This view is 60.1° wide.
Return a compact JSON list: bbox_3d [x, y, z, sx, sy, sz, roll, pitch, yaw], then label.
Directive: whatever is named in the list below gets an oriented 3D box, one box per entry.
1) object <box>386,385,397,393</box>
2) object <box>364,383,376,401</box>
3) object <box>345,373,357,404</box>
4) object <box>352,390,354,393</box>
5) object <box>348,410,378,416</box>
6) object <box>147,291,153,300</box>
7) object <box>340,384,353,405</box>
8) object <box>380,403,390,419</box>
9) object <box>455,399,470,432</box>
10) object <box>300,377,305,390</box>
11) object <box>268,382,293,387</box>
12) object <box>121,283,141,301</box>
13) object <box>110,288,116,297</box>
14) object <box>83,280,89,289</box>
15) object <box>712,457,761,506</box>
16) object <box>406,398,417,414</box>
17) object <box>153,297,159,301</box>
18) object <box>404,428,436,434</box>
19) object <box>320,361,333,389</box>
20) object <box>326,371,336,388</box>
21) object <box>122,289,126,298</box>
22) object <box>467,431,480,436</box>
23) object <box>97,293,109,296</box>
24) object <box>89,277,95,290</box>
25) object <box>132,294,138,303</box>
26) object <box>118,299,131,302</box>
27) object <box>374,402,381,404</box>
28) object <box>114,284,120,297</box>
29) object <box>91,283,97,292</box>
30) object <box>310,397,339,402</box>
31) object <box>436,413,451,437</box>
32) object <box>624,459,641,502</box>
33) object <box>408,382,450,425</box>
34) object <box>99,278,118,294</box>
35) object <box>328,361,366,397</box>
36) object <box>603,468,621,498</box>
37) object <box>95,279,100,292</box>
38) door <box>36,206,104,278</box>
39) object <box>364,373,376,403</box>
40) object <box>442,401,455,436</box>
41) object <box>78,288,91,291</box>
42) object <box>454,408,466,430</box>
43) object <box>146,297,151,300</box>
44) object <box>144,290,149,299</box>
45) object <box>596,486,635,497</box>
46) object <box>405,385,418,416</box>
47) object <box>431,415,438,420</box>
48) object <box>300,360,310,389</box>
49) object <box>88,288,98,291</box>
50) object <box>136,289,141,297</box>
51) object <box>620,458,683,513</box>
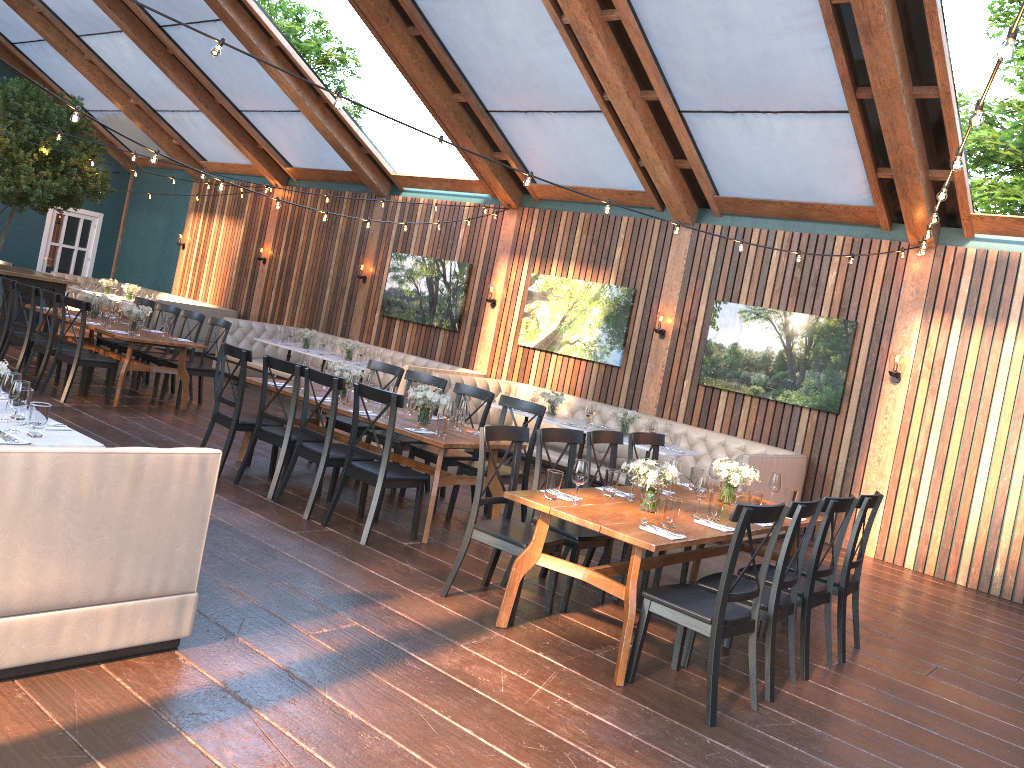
[{"bbox_3d":[-0.944,0.136,6.841,0.092,0.244,0.092,11,1,-9],"label":"object"},{"bbox_3d":[-1.239,0.063,7.673,0.091,0.158,0.092,11,1,-25],"label":"object"},{"bbox_3d":[-1.321,0.038,7.200,0.092,0.244,0.092,11,1,-9],"label":"object"},{"bbox_3d":[-1.530,0.052,8.009,0.158,0.019,0.254,14,5,39],"label":"object"},{"bbox_3d":[-1.122,0.219,6.794,0.158,0.019,0.254,14,5,39],"label":"object"},{"bbox_3d":[-6.473,-1.532,15.812,0.092,0.244,0.092,11,1,-3],"label":"object"},{"bbox_3d":[-1.333,0.087,7.091,0.091,0.158,0.092,11,1,-25],"label":"object"},{"bbox_3d":[-0.957,0.185,6.731,0.091,0.158,0.092,11,1,-25],"label":"object"},{"bbox_3d":[-0.381,0.247,6.847,0.092,0.244,0.092,11,1,-9],"label":"object"},{"bbox_3d":[-1.789,-0.030,7.451,0.091,0.158,0.092,11,1,-5],"label":"object"},{"bbox_3d":[-1.961,0.002,7.520,0.158,0.019,0.254,14,5,39],"label":"object"},{"bbox_3d":[-6.967,-1.686,16.142,0.335,0.309,0.330,11,2,-9],"label":"object"},{"bbox_3d":[-7.261,-1.664,16.095,0.092,0.158,0.091,12,1,25],"label":"object"},{"bbox_3d":[-8.124,-1.889,16.864,0.092,0.158,0.091,12,1,25],"label":"object"},{"bbox_3d":[1.465,0.645,5.889,0.329,0.309,0.336,11,2,4],"label":"object"},{"bbox_3d":[-0.835,0.164,7.360,0.091,0.158,0.092,11,1,-25],"label":"object"},{"bbox_3d":[-6.374,-1.469,15.808,0.092,0.158,0.091,12,1,25],"label":"object"},{"bbox_3d":[-0.655,0.336,6.447,0.158,0.019,0.254,14,5,39],"label":"object"},{"bbox_3d":[-1.658,-0.083,7.939,0.092,0.244,0.092,11,1,-3],"label":"object"},{"bbox_3d":[-1.668,-0.050,8.070,0.091,0.158,0.092,11,1,-15],"label":"object"},{"bbox_3d":[-7.189,-1.720,16.468,0.092,0.244,0.092,11,1,-3],"label":"object"},{"bbox_3d":[-0.247,0.384,6.899,0.158,0.019,0.254,14,5,39],"label":"object"},{"bbox_3d":[-7.426,-1.630,16.157,0.158,0.019,0.254,14,5,39],"label":"object"},{"bbox_3d":[-8.009,-1.910,16.859,0.092,0.244,0.092,11,1,-9],"label":"object"},{"bbox_3d":[-6.652,-1.509,15.596,0.092,0.158,0.091,12,1,25],"label":"object"},{"bbox_3d":[-6.817,-1.475,15.659,0.158,0.019,0.254,14,5,39],"label":"object"},{"bbox_3d":[-1.088,0.167,7.619,0.158,0.019,0.254,14,5,39],"label":"object"},{"bbox_3d":[-7.248,-1.713,16.204,0.092,0.244,0.092,11,1,-3],"label":"object"},{"bbox_3d":[-7.845,-1.814,16.588,0.092,0.158,0.091,12,1,25],"label":"object"},{"bbox_3d":[-1.498,0.121,7.153,0.158,0.019,0.254,14,5,39],"label":"object"},{"bbox_3d":[-0.503,0.299,6.382,0.091,0.158,0.092,11,1,-25],"label":"object"},{"bbox_3d":[0.727,0.576,5.282,0.092,0.244,0.092,11,1,-9],"label":"object"},{"bbox_3d":[-0.655,0.159,6.848,0.336,0.309,0.329,11,2,6],"label":"object"},{"bbox_3d":[-7.611,-1.850,16.654,0.329,0.309,0.336,11,2,4],"label":"object"},{"bbox_3d":[-1.426,-0.042,7.549,0.328,0.309,0.338,10,2,-17],"label":"object"},{"bbox_3d":[0.592,0.593,5.282,0.091,0.158,0.092,11,1,-25],"label":"object"},{"bbox_3d":[-7.832,-1.863,16.697,0.092,0.244,0.092,11,1,-9],"label":"object"},{"bbox_3d":[-11.579,-2.865,15.929,0.175,2.207,8.131,11,3,39],"label":"door"},{"bbox_3d":[-1.222,0.031,7.551,0.092,0.244,0.092,11,1,-9],"label":"object"},{"bbox_3d":[-0.473,0.253,6.506,0.092,0.244,0.092,11,1,-9],"label":"object"},{"bbox_3d":[-8.010,-1.780,16.650,0.158,0.019,0.254,14,5,39],"label":"object"},{"bbox_3d":[-0.407,0.278,6.955,0.091,0.158,0.092,11,1,-25],"label":"object"},{"bbox_3d":[-6.621,-1.539,16.106,0.092,0.158,0.091,12,1,25],"label":"object"},{"bbox_3d":[-6.617,-1.574,15.996,0.092,0.244,0.092,11,1,-3],"label":"object"},{"bbox_3d":[0.655,0.666,5.443,0.257,0.019,0.156,14,5,39],"label":"object"},{"bbox_3d":[-0.819,0.132,7.242,0.092,0.244,0.092,11,1,-9],"label":"object"},{"bbox_3d":[-0.676,0.271,7.300,0.158,0.019,0.254,14,5,39],"label":"object"},{"bbox_3d":[-1.789,-0.082,7.571,0.092,0.244,0.092,11,1,-3],"label":"object"},{"bbox_3d":[-8.077,-1.820,17.018,0.257,0.019,0.156,14,5,39],"label":"object"},{"bbox_3d":[-6.639,-1.558,15.705,0.092,0.244,0.092,11,1,-3],"label":"object"},{"bbox_3d":[0.800,0.572,5.083,0.335,0.309,0.331,10,2,-19],"label":"object"}]
